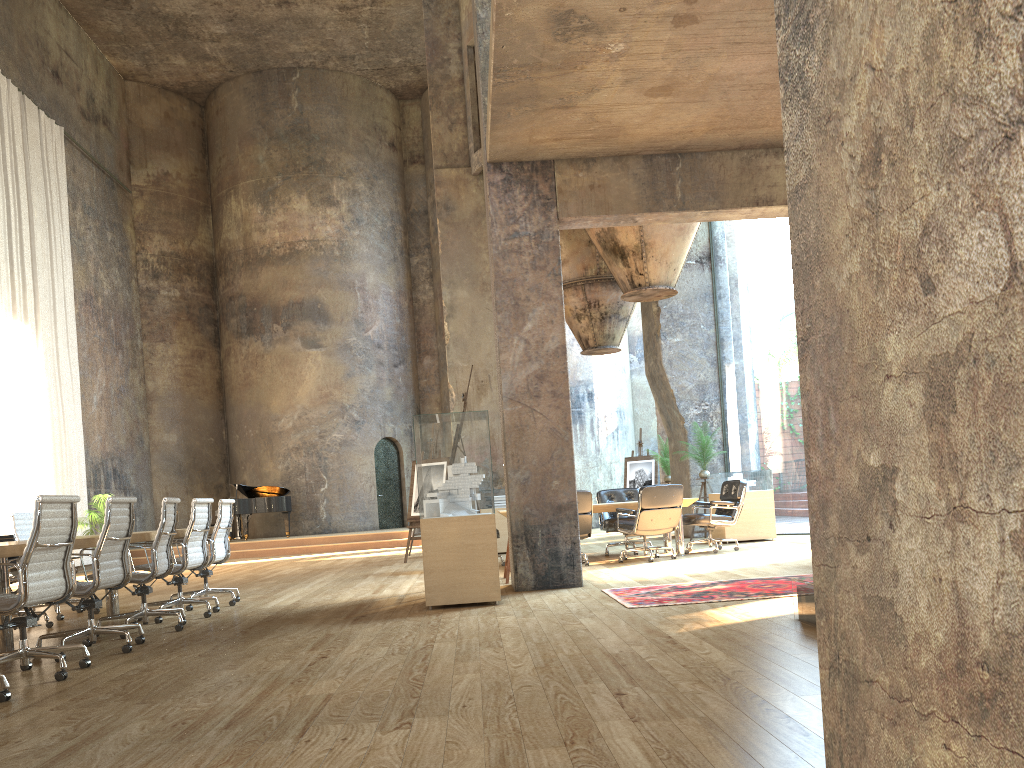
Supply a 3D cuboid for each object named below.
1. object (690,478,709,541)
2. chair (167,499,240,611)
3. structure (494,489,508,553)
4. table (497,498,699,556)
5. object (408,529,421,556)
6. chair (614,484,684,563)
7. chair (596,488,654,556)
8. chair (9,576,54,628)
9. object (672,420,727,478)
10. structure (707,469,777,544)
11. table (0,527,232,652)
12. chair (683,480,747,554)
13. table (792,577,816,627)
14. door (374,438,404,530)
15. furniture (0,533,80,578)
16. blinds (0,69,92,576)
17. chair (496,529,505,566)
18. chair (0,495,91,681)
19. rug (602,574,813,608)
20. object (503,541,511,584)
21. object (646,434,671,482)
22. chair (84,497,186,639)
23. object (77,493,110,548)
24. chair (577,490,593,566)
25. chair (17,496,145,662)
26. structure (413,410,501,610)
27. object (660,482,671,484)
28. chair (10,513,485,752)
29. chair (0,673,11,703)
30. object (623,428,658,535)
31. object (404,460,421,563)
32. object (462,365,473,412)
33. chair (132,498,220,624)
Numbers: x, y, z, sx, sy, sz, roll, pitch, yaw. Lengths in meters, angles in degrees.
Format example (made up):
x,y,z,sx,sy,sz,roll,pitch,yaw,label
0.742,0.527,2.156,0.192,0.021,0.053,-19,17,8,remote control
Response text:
x,y,z,sx,sy,sz,roll,pitch,yaw,label
3.163,1.960,13.850,0.574,0.969,0.658,-5,-3,33,object
-3.004,1.640,8.484,0.699,1.022,0.668,-4,-2,3,chair
-0.117,2.184,14.004,0.743,1.011,0.739,-4,-3,-3,structure
1.054,1.873,11.109,2.408,0.698,1.112,-4,-5,-3,table
-1.411,1.885,15.138,0.687,2.141,0.700,-4,-1,23,object
1.586,1.653,10.442,0.727,0.889,0.828,-2,-4,-29,chair
1.524,1.851,11.892,0.729,0.889,0.826,-4,-3,-2,chair
-4.323,1.598,7.488,0.699,1.022,0.668,-4,-2,1,chair
2.939,1.035,13.920,0.858,0.937,0.691,-4,-3,0,object
3.348,1.792,12.847,0.735,1.011,0.747,-4,-3,-3,structure
-3.554,1.395,5.381,1.600,0.755,7.769,-4,-8,-3,table
2.532,1.686,11.173,0.820,0.890,0.734,-3,-3,-8,chair
2.101,1.222,5.042,0.859,0.246,0.372,-4,-5,-3,table
-3.123,2.480,21.995,0.900,2.290,0.092,-3,-1,-45,door
-6.954,2.556,12.644,0.708,0.837,1.885,-4,-6,-3,furniture
-8.320,-1.231,13.343,0.275,8.614,7.872,-4,-3,-2,blinds
-0.502,1.878,11.051,0.820,0.890,0.734,-4,-3,-7,chair
-2.809,1.156,4.954,0.699,1.022,0.667,-4,-2,6,chair
2.013,1.592,6.912,2.461,0.009,1.356,-4,-8,-3,rug
0.162,1.369,9.031,0.570,1.293,0.661,-4,-1,-3,object
2.848,1.369,16.379,0.690,0.936,0.861,-5,-4,18,object
-2.883,1.403,6.767,0.698,1.022,0.668,-4,-2,-3,chair
-7.491,2.757,16.152,1.090,1.452,1.136,-3,-3,-12,object
0.580,1.712,10.367,0.728,0.889,0.827,-3,-3,-9,chair
-2.846,1.276,5.834,0.699,1.022,0.668,-4,-2,3,chair
-0.450,1.047,7.311,0.594,1.543,0.745,-4,-1,-3,structure
2.971,2.308,16.358,0.657,0.969,0.574,-4,-2,-9,object
-1.531,1.549,8.504,12.944,1.027,31.728,-4,-8,-3,chair
-2.766,1.033,4.056,0.699,1.022,0.668,-4,-2,3,chair
2.582,1.926,17.495,0.704,2.141,0.683,-4,-1,26,object
-1.221,1.621,13.255,0.705,2.141,0.683,-4,-1,29,object
-0.529,0.899,8.201,0.684,2.141,0.703,-4,-1,-4,object
-2.930,1.520,7.622,0.699,1.022,0.667,-4,-2,6,chair
